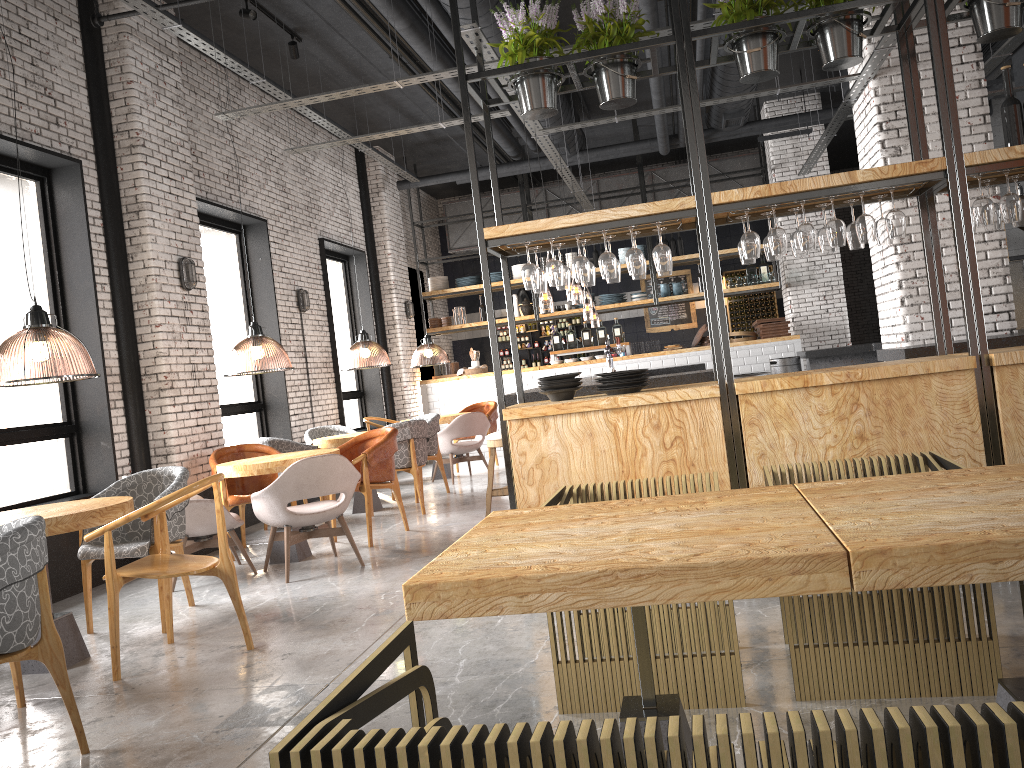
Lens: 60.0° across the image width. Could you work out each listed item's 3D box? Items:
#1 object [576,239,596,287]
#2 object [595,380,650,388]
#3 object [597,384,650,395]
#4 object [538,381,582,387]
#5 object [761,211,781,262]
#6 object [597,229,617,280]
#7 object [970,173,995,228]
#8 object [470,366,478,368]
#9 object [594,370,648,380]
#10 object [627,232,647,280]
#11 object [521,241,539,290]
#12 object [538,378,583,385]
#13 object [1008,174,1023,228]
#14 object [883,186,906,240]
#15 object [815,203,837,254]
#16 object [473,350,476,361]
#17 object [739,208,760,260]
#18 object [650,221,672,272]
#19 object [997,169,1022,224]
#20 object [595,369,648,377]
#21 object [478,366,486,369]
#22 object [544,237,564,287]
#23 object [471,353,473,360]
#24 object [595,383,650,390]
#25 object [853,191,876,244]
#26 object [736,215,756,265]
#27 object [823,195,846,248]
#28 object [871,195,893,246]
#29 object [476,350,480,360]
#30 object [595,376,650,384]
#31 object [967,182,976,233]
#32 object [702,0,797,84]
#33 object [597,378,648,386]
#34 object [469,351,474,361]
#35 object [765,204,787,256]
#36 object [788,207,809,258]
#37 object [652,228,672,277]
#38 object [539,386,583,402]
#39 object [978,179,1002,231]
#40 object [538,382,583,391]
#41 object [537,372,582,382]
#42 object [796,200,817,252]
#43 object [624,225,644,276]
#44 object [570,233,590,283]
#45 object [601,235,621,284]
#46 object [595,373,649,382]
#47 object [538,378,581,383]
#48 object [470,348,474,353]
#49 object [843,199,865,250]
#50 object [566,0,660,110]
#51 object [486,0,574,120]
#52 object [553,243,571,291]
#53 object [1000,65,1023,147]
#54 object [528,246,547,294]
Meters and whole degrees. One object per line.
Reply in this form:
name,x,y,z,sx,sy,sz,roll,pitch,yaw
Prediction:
object,0.430,-0.702,5.161,0.101,0.267,0.101,-7,-1,-25
object,0.620,0.011,4.963,0.306,0.044,0.306,-7,1,12
object,0.624,0.037,4.963,0.306,0.035,0.305,-7,1,-41
object,0.279,0.031,5.051,0.257,0.075,0.257,-7,1,37
object,1.449,-0.824,4.958,0.101,0.267,0.101,-7,-1,25
object,0.518,-0.710,4.852,0.101,0.267,0.101,-7,-1,-25
object,2.375,-0.931,4.481,0.101,0.267,0.101,-6,-1,-42
object,-0.612,-0.238,14.053,0.160,0.078,0.160,-7,0,-11
object,0.614,-0.038,4.965,0.305,0.048,0.306,-7,1,36
object,0.717,-0.737,5.104,0.101,0.267,0.101,-7,-1,-25
object,0.097,-0.660,4.936,0.101,0.267,0.101,-7,-1,-25
object,0.277,0.013,5.050,0.257,0.072,0.257,-7,0,-17
object,2.690,-0.971,4.710,0.101,0.267,0.101,-7,-1,-25
object,1.968,-0.883,4.562,0.101,0.267,0.101,-7,-1,25
object,1.736,-0.858,4.900,0.101,0.267,0.101,-7,-1,25
object,-0.590,-0.359,14.229,0.033,0.370,0.137,-7,-1,-22
object,1.259,-0.798,4.704,0.101,0.267,0.101,-7,-1,25
object,0.805,-0.744,4.794,0.101,0.267,0.101,-7,-1,42
object,2.500,-0.946,4.456,0.101,0.267,0.101,-6,-1,-42
object,0.614,-0.053,4.965,0.306,0.039,0.306,-7,1,-6
object,-0.484,-0.235,14.154,0.161,0.075,0.160,-7,0,-26
object,0.231,-0.676,4.909,0.101,0.267,0.101,-7,-1,-25
object,-0.614,-0.330,14.275,0.072,0.328,0.052,-7,-1,-33
object,0.622,0.026,4.963,0.305,0.041,0.306,-7,1,29
object,1.824,-0.866,4.591,0.101,0.267,0.101,-7,-1,25
object,1.315,-0.808,4.984,0.101,0.267,0.101,-7,-1,25
object,1.681,-0.848,4.620,0.101,0.267,0.101,-7,-1,25
object,2.024,-0.892,4.843,0.101,0.267,0.101,-7,-1,25
object,-0.560,-0.359,14.272,0.123,0.358,0.076,-7,-1,27
object,0.618,-0.012,4.963,0.306,0.042,0.305,-7,1,-32
object,2.431,-0.940,4.762,0.101,0.267,0.101,-6,-1,-42
object,1.327,-1.960,4.874,0.417,0.559,0.467,-7,0,-40
object,0.618,0.003,4.964,0.306,0.046,0.305,-7,1,-31
object,-0.632,-0.359,14.307,0.087,0.356,0.026,-7,-1,34
object,1.394,-0.814,4.677,0.101,0.267,0.101,-7,-1,25
object,1.593,-0.841,4.929,0.101,0.267,0.101,-7,-1,25
object,0.861,-0.754,5.075,0.101,0.267,0.101,-7,-1,42
object,0.282,0.061,5.050,0.257,0.067,0.257,-7,0,4
object,2.556,-0.955,4.737,0.101,0.267,0.101,-6,-1,-42
object,0.279,0.038,5.051,0.257,0.075,0.257,-7,0,11
object,0.274,-0.017,5.051,0.257,0.076,0.257,-7,1,-41
object,1.537,-0.831,4.648,0.101,0.267,0.101,-7,-1,25
object,0.662,-0.727,4.823,0.101,0.267,0.101,-7,-1,-25
object,0.375,-0.693,4.880,0.101,0.267,0.101,-7,-1,-25
object,0.574,-0.719,5.132,0.101,0.267,0.101,-7,-1,-25
object,0.616,-0.027,4.964,0.306,0.037,0.306,-7,1,12
object,0.277,0.009,5.051,0.257,0.072,0.257,-7,0,11
object,-0.630,-0.444,14.335,0.017,0.289,0.090,-6,-1,-42
object,1.880,-0.875,4.872,0.101,0.267,0.101,-7,-1,25
object,0.569,-1.870,5.058,0.467,0.559,0.416,-7,0,-12
object,0.123,-1.816,5.064,0.417,0.559,0.467,-7,0,-38
object,0.287,-0.685,5.190,0.101,0.267,0.101,-7,-1,-25
object,2.599,-1.418,4.614,0.098,0.471,0.098,-7,-1,-26
object,0.152,-0.669,5.216,0.101,0.267,0.101,-7,-1,-25
